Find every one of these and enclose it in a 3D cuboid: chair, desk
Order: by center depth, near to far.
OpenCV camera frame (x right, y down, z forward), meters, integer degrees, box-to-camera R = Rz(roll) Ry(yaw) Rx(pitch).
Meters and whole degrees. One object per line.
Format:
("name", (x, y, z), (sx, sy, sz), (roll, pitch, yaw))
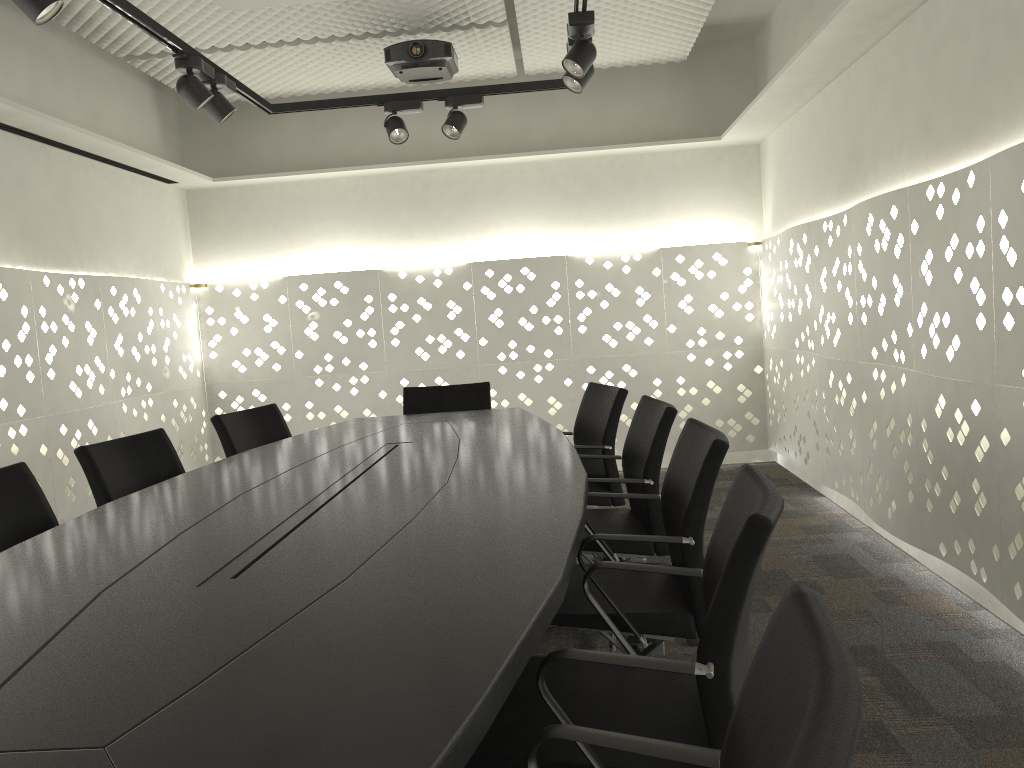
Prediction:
("chair", (0.068, 0.615, 0.817), (0.579, 0.757, 0.559), (-2, 5, 23))
("chair", (0.212, 0.552, 1.492), (0.579, 0.757, 0.559), (-3, 5, 18))
("chair", (0.286, 0.496, 2.161), (0.579, 0.757, 0.559), (-3, 4, 8))
("desk", (-0.399, 0.589, 2.244), (1.223, 0.658, 3.364), (-4, 4, 4))
("chair", (-1.119, 0.589, 2.248), (0.579, 0.757, 0.559), (-3, 4, 8))
("chair", (0.285, 0.444, 2.829), (0.579, 0.757, 0.559), (-4, 4, 3))
("chair", (-1.038, 0.535, 2.878), (0.579, 0.757, 0.559), (-3, 5, 18))
("chair", (0.207, 0.397, 3.508), (0.579, 0.757, 0.559), (-5, 4, -7))
("chair", (-0.861, 0.467, 3.591), (0.579, 0.757, 0.559), (-2, 5, 23))
("chair", (-0.279, 0.393, 4.012), (0.559, 0.757, 0.579), (-3, 4, 8))

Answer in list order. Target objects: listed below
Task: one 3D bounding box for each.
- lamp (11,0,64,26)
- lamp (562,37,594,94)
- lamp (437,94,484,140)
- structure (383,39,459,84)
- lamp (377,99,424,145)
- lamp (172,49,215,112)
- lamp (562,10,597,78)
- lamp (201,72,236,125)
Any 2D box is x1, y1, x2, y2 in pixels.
("lamp", (-1.205, -1.024, 2.259), (0.126, 0.224, 0.213), (-4, 4, 7))
("lamp", (0.244, -1.210, 3.327), (0.126, 0.224, 0.213), (-4, 4, 7))
("lamp", (-0.227, -1.232, 4.051), (0.214, 0.224, 0.118), (-5, 4, -8))
("structure", (-0.439, -1.580, 4.352), (0.327, 0.144, 0.371), (-4, 4, 4))
("lamp", (-0.511, -1.212, 4.059), (0.213, 0.224, 0.126), (-4, 4, 7))
("lamp", (-1.151, -1.103, 3.238), (0.126, 0.224, 0.213), (-4, 4, 7))
("lamp", (0.232, -1.192, 3.105), (0.126, 0.224, 0.213), (-4, 4, 7))
("lamp", (-1.138, -1.121, 3.461), (0.126, 0.224, 0.213), (-4, 4, 7))
